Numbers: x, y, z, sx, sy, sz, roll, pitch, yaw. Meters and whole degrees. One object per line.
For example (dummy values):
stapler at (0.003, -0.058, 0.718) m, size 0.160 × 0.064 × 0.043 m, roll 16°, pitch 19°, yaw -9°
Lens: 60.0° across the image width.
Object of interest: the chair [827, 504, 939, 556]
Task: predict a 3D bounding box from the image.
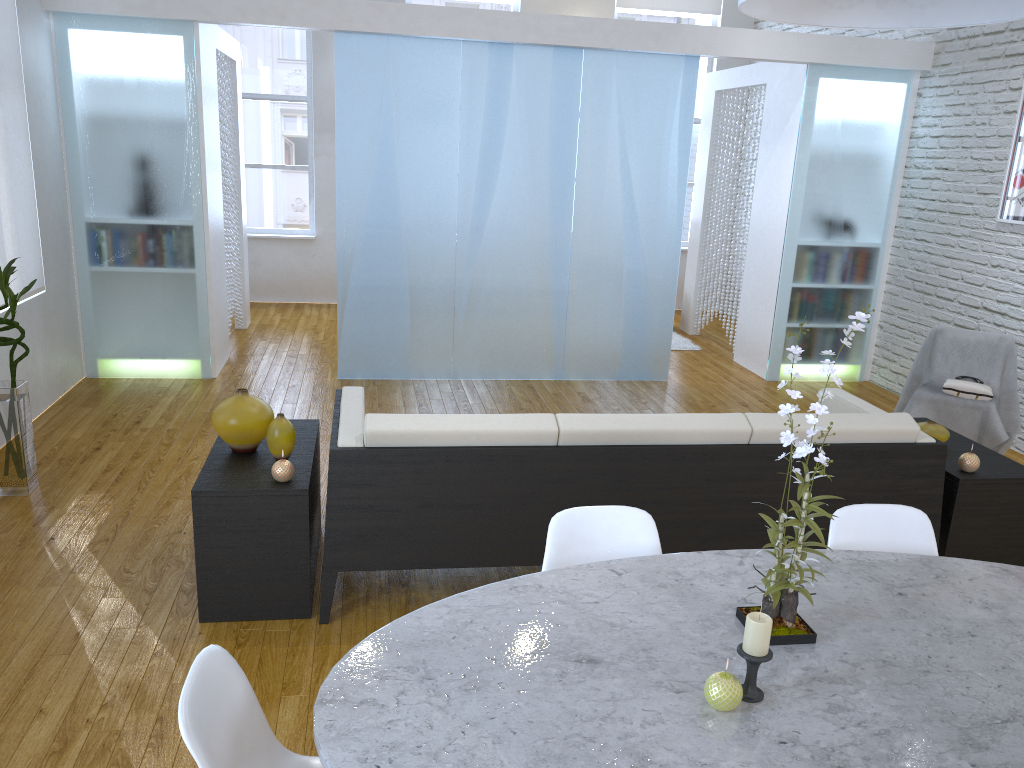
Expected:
chair at (0.909, 0.517, 2.028) m, size 0.405 × 0.355 × 0.416 m, roll 1°, pitch 16°, yaw -6°

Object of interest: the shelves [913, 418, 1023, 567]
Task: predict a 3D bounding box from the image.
shelves at (1.681, 0.458, 3.557) m, size 0.349 × 0.455 × 0.724 m, roll 0°, pitch 16°, yaw -10°

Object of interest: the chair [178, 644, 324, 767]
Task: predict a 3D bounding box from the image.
chair at (-0.297, 0.618, 1.429) m, size 0.419 × 0.355 × 0.402 m, roll 1°, pitch 16°, yaw -8°

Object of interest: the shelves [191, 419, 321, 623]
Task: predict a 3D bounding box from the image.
shelves at (-0.871, 0.448, 3.128) m, size 0.349 × 0.455 × 0.724 m, roll 0°, pitch 16°, yaw -10°

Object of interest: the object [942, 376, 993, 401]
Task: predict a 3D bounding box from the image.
object at (2.338, 0.015, 4.544) m, size 0.232 × 0.086 × 0.222 m, roll 10°, pitch 17°, yaw 25°

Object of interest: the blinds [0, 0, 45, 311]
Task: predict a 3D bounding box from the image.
blinds at (-2.451, -1.437, 4.196) m, size 0.007 × 2.130 × 0.755 m, roll 0°, pitch 16°, yaw -10°

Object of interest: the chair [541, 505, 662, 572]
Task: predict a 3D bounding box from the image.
chair at (0.235, 0.509, 1.936) m, size 0.405 × 0.355 × 0.416 m, roll 0°, pitch 16°, yaw -10°

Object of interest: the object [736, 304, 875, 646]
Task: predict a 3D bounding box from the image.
object at (0.525, 0.177, 1.613) m, size 0.166 × 0.644 × 0.200 m, roll 8°, pitch 17°, yaw 18°

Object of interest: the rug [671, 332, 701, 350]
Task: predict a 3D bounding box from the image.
rug at (0.963, -0.386, 7.400) m, size 1.095 × 0.047 × 0.750 m, roll 0°, pitch 15°, yaw -10°

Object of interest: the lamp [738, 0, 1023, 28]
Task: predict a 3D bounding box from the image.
lamp at (0.549, -1.254, 0.991) m, size 0.398 × 1.551 × 0.397 m, roll -12°, pitch 22°, yaw -41°

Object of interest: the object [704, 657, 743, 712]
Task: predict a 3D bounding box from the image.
object at (0.350, 0.489, 1.457) m, size 0.062 × 0.092 × 0.062 m, roll 15°, pitch 20°, yaw 36°

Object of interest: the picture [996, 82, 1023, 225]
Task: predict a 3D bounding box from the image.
picture at (2.889, -1.192, 4.575) m, size 0.010 × 0.776 × 0.913 m, roll 0°, pitch 16°, yaw -10°

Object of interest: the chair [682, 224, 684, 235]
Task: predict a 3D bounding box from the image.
chair at (1.242, -0.982, 7.901) m, size 0.471 × 0.969 × 0.375 m, roll 7°, pitch 17°, yaw 14°

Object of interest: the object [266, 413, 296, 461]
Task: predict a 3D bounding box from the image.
object at (-0.772, 0.177, 2.965) m, size 0.095 × 0.162 × 0.095 m, roll 12°, pitch 19°, yaw 30°

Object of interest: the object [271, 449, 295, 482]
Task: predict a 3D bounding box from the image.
object at (-0.722, 0.254, 2.793) m, size 0.071 × 0.105 × 0.070 m, roll 8°, pitch 17°, yaw 17°

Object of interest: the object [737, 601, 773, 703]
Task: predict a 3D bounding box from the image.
object at (0.406, 0.442, 1.480) m, size 0.059 × 0.178 × 0.058 m, roll -5°, pitch 18°, yaw -24°

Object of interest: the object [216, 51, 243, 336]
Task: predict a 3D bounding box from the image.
object at (-2.053, -1.306, 6.405) m, size 0.051 × 2.033 × 0.915 m, roll 0°, pitch 16°, yaw -10°

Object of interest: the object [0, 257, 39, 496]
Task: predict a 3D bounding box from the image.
object at (-2.131, -0.010, 3.594) m, size 0.379 × 0.989 × 0.481 m, roll -9°, pitch 20°, yaw -36°

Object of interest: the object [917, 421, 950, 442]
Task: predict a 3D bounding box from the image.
object at (1.642, 0.191, 3.487) m, size 0.146 × 0.091 × 0.146 m, roll 12°, pitch 18°, yaw 30°

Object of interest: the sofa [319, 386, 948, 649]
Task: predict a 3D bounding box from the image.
sofa at (0.297, 0.174, 3.970) m, size 5.337 × 0.685 × 9.642 m, roll 0°, pitch 15°, yaw -10°

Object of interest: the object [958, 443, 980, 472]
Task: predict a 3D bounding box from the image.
object at (1.650, 0.263, 3.192) m, size 0.071 × 0.105 × 0.070 m, roll 8°, pitch 17°, yaw 17°

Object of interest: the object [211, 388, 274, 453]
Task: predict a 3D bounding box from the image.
object at (-0.920, 0.123, 3.034) m, size 0.206 × 0.217 × 0.206 m, roll 12°, pitch 18°, yaw 30°

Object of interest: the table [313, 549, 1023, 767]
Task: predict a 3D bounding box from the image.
table at (0.613, 0.824, 1.650) m, size 1.910 × 0.628 × 1.062 m, roll 0°, pitch 16°, yaw -10°

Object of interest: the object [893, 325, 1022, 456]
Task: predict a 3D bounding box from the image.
object at (2.344, 0.077, 4.648) m, size 0.643 × 0.693 × 0.631 m, roll 11°, pitch 18°, yaw 28°

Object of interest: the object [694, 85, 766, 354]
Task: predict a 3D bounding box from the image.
object at (1.725, -1.292, 7.039) m, size 0.051 × 2.033 × 0.915 m, roll 0°, pitch 16°, yaw -10°
